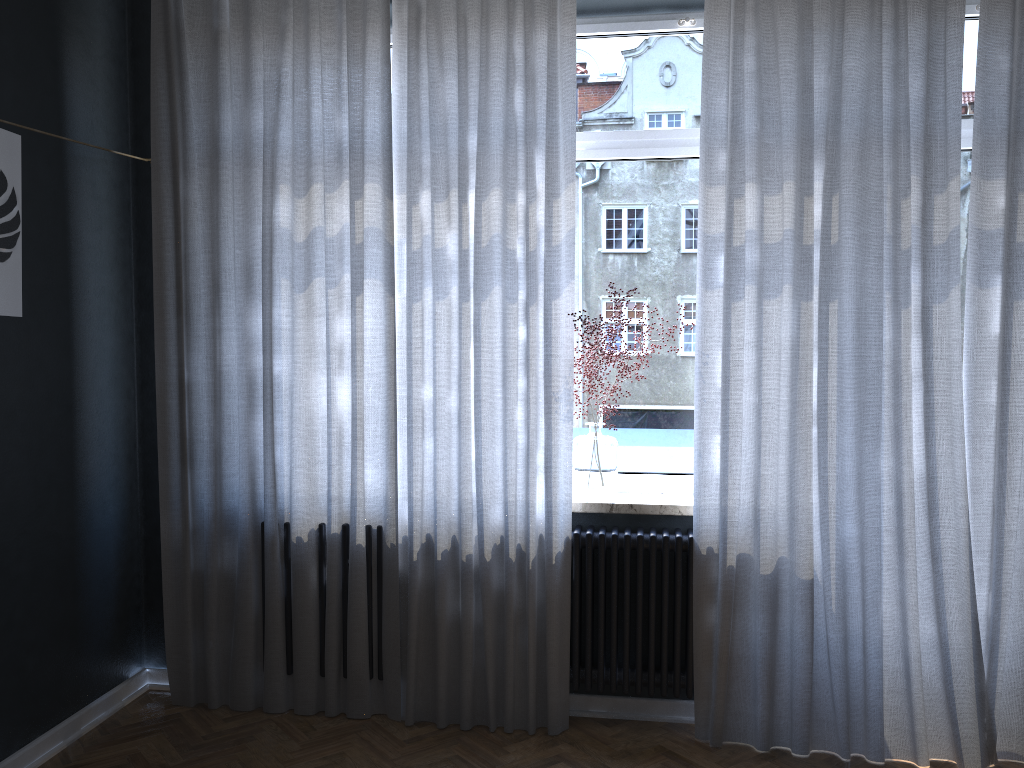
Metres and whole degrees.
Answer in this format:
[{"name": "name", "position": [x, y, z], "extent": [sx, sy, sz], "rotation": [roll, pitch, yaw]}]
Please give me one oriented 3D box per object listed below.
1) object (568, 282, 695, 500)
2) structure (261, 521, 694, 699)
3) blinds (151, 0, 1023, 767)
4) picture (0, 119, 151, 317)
[{"name": "object", "position": [0.350, 0.037, 3.321], "extent": [0.514, 0.810, 0.598], "rotation": [-1, 3, -17]}, {"name": "structure", "position": [-0.095, 0.832, 3.411], "extent": [1.846, 0.601, 0.215], "rotation": [1, 4, 8]}, {"name": "blinds", "position": [0.584, -0.113, 3.186], "extent": [3.992, 2.791, 0.312], "rotation": [1, 4, 8]}, {"name": "picture", "position": [-1.751, -0.415, 1.374], "extent": [0.058, 0.772, 4.453], "rotation": [1, 3, 8]}]
